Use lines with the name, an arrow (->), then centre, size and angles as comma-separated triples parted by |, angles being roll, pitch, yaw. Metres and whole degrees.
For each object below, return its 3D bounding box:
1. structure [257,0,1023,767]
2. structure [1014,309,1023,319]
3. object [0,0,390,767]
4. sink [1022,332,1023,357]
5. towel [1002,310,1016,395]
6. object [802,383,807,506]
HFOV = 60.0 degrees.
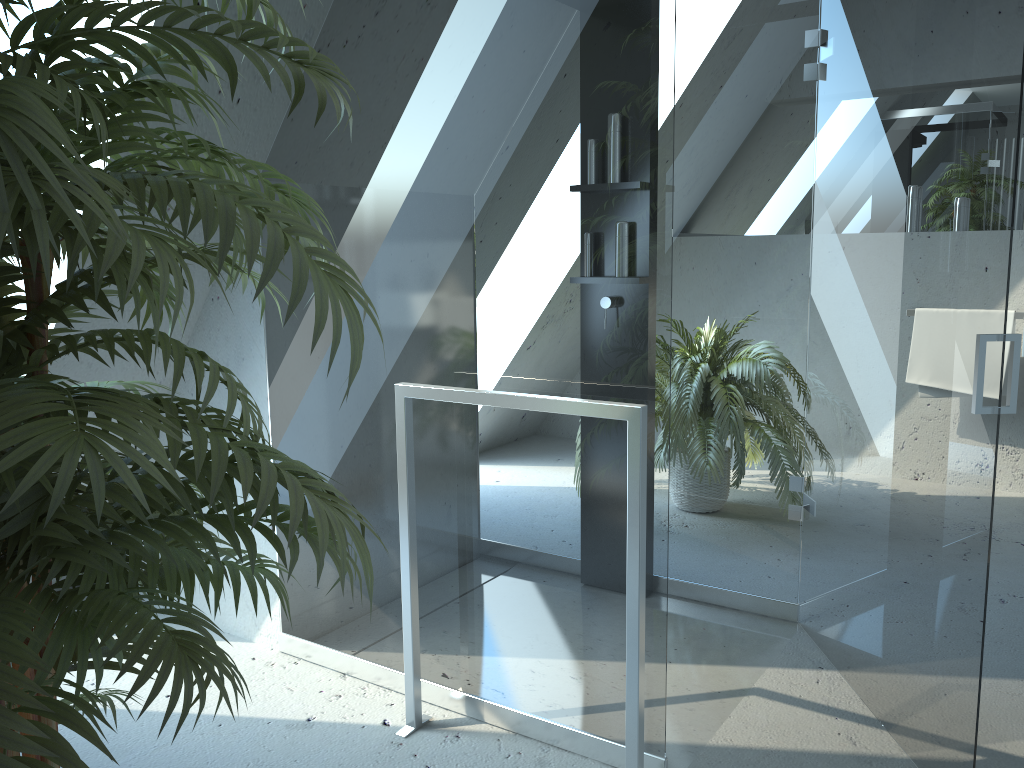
structure -> 0.298, -0.243, 2.314 | 1.835, 2.114, 1.184 | 5, 10, 33
structure -> 2.115, -0.331, 4.124 | 0.480, 0.030, 0.206 | 5, 10, 33
object -> -0.651, 0.001, 1.042 | 1.020, 2.034, 0.980 | -2, 9, -8
sink -> 2.611, -0.194, 3.707 | 0.800, 0.526, 0.429 | 5, 10, 33
towel -> 2.068, -0.130, 4.078 | 0.455, 0.429, 0.063 | 5, 10, 34
object -> 0.859, 0.118, 3.923 | 1.132, 0.893, 1.112 | 1, 9, 11
